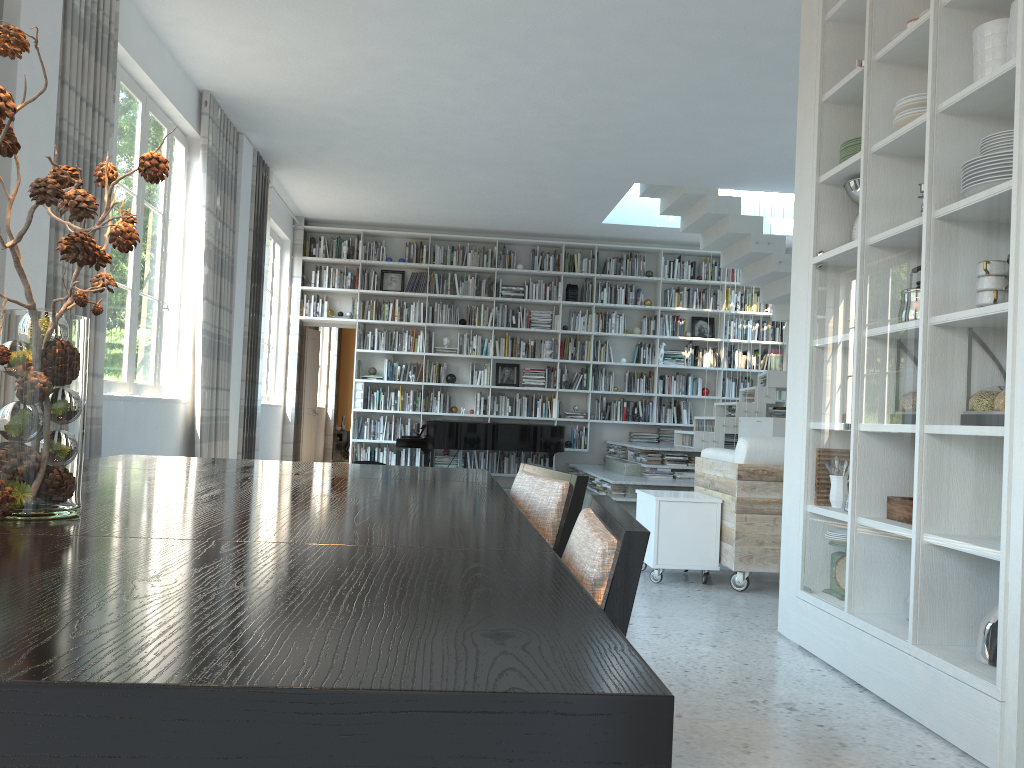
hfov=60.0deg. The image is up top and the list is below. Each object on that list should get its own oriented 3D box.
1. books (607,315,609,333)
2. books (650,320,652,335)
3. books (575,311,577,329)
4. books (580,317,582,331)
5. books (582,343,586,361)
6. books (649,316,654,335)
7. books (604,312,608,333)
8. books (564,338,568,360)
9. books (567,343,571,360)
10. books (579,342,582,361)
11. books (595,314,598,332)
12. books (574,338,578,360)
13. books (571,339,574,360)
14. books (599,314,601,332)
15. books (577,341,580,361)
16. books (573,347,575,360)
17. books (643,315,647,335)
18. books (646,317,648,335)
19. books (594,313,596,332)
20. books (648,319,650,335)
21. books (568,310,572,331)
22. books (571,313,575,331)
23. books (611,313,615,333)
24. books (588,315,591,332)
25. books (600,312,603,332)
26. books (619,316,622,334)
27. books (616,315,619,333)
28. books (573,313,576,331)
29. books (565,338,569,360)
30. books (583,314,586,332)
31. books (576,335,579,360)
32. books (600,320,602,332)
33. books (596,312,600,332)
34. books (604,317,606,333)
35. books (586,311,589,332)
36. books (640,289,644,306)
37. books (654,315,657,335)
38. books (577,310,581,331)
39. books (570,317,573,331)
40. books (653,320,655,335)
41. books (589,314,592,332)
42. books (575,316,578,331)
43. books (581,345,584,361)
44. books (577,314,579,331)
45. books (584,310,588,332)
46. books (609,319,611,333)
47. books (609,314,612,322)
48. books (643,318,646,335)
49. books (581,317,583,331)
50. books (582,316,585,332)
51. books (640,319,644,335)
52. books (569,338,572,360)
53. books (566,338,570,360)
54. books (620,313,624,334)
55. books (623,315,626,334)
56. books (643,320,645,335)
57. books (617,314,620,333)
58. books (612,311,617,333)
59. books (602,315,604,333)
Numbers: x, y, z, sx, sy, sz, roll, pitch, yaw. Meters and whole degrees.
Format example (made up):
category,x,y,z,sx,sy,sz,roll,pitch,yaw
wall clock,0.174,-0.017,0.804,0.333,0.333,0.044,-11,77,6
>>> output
category,x,y,z,sx,sy,sz,roll,pitch,yaw
books,1.216,-0.754,11.352,0.022,0.237,0.164,3,-2,-4
books,1.774,-0.709,11.405,0.013,0.202,0.173,3,-2,-4
books,0.804,-0.792,11.335,0.019,0.275,0.146,3,-2,-4
books,0.862,-0.749,11.322,0.024,0.195,0.173,3,-2,-4
books,0.909,-0.401,11.334,0.028,0.239,0.145,3,-2,-4
books,1.791,-0.736,11.397,0.016,0.257,0.176,3,-2,-4
books,1.199,-0.777,11.345,0.014,0.280,0.177,3,-2,-4
books,0.681,-0.439,11.318,0.035,0.293,0.145,3,-2,-4
books,0.725,-0.406,11.312,0.015,0.231,0.180,3,-2,-4
books,0.862,-0.405,11.303,0.027,0.242,0.188,3,-2,-4
books,1.073,-0.763,11.364,0.030,0.242,0.138,3,-2,-4
books,0.809,-0.433,11.302,0.019,0.293,0.182,3,-2,-4
books,0.761,-0.427,11.335,0.035,0.278,0.139,3,-2,-4
books,1.111,-0.764,11.347,0.014,0.247,0.176,3,-2,-4
books,0.837,-0.411,11.326,0.033,0.253,0.174,3,-2,-4
books,0.783,-0.377,11.338,0.030,0.181,0.131,3,-2,-4
books,1.706,-0.745,11.394,0.015,0.267,0.164,3,-2,-4
books,1.720,-0.732,11.407,0.016,0.243,0.151,3,-2,-4
books,1.033,-0.770,11.338,0.028,0.251,0.190,3,-2,-4
books,1.748,-0.723,11.410,0.016,0.228,0.160,3,-2,-4
books,0.740,-0.800,11.335,0.018,0.285,0.159,3,-2,-4
books,0.771,-0.777,11.336,0.024,0.242,0.159,3,-2,-4
books,1.280,-0.764,11.348,0.030,0.263,0.182,3,-2,-4
books,0.971,-0.762,11.325,0.028,0.229,0.176,3,-2,-4
books,1.144,-0.780,11.378,0.014,0.284,0.135,3,-2,-4
books,1.379,-0.743,11.372,0.021,0.232,0.183,3,-2,-4
books,1.332,-0.752,11.363,0.025,0.244,0.183,3,-2,-4
books,0.789,-0.780,11.332,0.028,0.250,0.164,3,-2,-4
books,0.694,-0.438,11.304,0.035,0.293,0.145,3,-2,-4
books,0.921,-0.766,11.337,0.024,0.234,0.149,3,-2,-4
books,0.821,-0.454,11.322,0.021,0.337,0.169,3,-2,-4
books,1.126,-0.729,11.359,0.021,0.179,0.136,3,-2,-4
books,1.096,-0.780,11.362,0.014,0.278,0.154,3,-2,-4
books,1.176,-0.745,11.362,0.026,0.216,0.161,3,-2,-4
books,0.955,-0.786,11.340,0.025,0.277,0.173,3,-2,-4
books,1.667,-1.094,11.418,0.026,0.229,0.140,3,-2,-4
books,1.839,-0.744,11.398,0.005,0.278,0.182,3,-2,-4
books,0.849,-0.791,11.310,0.028,0.275,0.187,3,-2,-4
books,0.752,-0.750,11.313,0.028,0.185,0.181,3,-2,-4
books,1.803,-0.709,11.397,0.013,0.204,0.174,3,-2,-4
books,0.989,-0.764,11.341,0.026,0.238,0.173,3,-2,-4
books,0.813,-0.757,11.334,0.023,0.207,0.171,3,-2,-4
books,0.885,-0.385,11.312,0.034,0.204,0.181,3,-2,-4
books,0.830,-0.771,11.330,0.023,0.236,0.178,3,-2,-4
books,0.939,-0.795,11.341,0.028,0.293,0.154,3,-2,-4
books,1.238,-0.731,11.362,0.025,0.194,0.171,3,-2,-4
books,1.257,-0.761,11.371,0.011,0.257,0.131,3,-2,-4
books,1.691,-0.728,11.405,0.012,0.232,0.154,3,-2,-4
books,0.881,-0.749,11.326,0.027,0.196,0.185,3,-2,-4
books,0.902,-0.755,11.328,0.029,0.211,0.158,3,-2,-4
books,1.672,-0.722,11.409,0.015,0.220,0.140,3,-2,-4
books,0.744,-0.437,11.311,0.019,0.294,0.163,3,-2,-4
books,0.706,-0.437,11.320,0.035,0.293,0.145,3,-2,-4
books,1.403,-0.763,11.363,0.024,0.272,0.169,3,-2,-4
books,1.439,-0.750,11.389,0.034,0.254,0.161,3,-2,-4
books,1.682,-0.715,11.406,0.005,0.205,0.154,3,-2,-4
books,1.356,-0.759,11.385,0.024,0.262,0.133,3,-2,-4
books,1.307,-0.778,11.376,0.027,0.295,0.159,3,-2,-4
books,1.158,-0.756,11.359,0.013,0.236,0.157,3,-2,-4
